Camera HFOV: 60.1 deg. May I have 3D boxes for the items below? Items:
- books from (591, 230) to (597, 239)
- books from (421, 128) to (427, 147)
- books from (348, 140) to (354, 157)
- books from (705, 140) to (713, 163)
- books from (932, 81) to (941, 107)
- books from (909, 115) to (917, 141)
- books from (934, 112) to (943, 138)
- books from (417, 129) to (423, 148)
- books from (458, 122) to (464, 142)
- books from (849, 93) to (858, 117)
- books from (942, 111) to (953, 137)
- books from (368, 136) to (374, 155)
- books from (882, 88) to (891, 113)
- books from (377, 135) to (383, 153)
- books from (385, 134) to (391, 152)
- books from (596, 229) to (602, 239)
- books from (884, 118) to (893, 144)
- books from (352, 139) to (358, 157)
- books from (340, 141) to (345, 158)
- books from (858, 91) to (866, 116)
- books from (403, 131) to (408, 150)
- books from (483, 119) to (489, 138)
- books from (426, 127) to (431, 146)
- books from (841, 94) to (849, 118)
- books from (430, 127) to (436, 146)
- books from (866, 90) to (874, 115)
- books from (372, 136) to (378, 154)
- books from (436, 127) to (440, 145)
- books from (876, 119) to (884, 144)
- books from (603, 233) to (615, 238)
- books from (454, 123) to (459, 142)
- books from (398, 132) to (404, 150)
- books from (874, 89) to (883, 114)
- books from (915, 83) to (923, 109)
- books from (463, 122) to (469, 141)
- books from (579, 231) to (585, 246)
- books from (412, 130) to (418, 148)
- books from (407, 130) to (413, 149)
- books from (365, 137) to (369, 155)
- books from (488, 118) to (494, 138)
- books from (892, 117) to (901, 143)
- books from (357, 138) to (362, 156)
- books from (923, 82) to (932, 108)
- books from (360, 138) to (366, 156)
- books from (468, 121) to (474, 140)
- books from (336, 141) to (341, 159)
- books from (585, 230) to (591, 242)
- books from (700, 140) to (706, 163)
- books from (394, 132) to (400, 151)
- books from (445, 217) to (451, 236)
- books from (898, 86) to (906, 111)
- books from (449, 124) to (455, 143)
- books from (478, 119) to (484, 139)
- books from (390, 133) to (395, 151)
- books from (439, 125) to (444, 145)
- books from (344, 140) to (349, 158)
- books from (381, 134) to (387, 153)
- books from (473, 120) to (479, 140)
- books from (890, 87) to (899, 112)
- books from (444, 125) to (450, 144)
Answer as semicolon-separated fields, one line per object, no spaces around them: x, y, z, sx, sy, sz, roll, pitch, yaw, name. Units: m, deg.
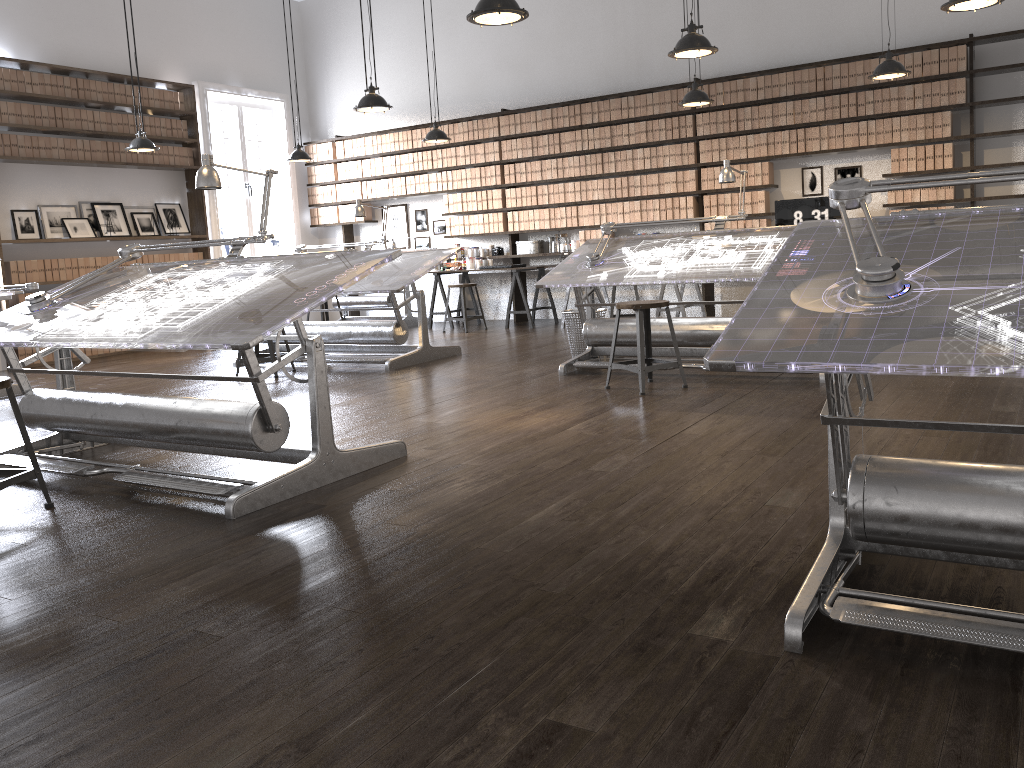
0.945;-1.596;9.820;0.067;0.224;0.175;0;8;32;books
-1.026;-3.012;10.856;0.067;0.224;0.175;0;8;32;books
-2.034;-3.047;11.479;0.067;0.224;0.175;0;8;32;books
2.034;-2.366;9.020;0.067;0.224;0.175;0;8;32;books
3.791;-2.571;7.896;0.067;0.224;0.175;0;8;32;books
3.642;-2.311;8.024;0.067;0.224;0.175;0;8;32;books
3.817;-2.305;7.916;0.067;0.224;0.175;0;8;32;books
-1.088;-3.014;10.890;0.067;0.224;0.175;0;8;32;books
-0.560;-2.996;10.563;0.067;0.224;0.175;0;8;32;books
3.196;-2.591;8.260;0.067;0.224;0.175;0;8;32;books
3.875;-2.302;7.875;0.067;0.224;0.175;0;8;32;books
-1.746;-3.037;11.301;0.067;0.224;0.175;0;8;32;books
3.443;-2.583;8.112;0.067;0.224;0.175;0;8;32;books
-1.624;-3.033;11.228;0.067;0.224;0.175;0;8;32;books
-1.506;-3.029;11.152;0.067;0.224;0.175;0;8;32;books
1.003;-1.594;9.779;0.067;0.224;0.175;0;8;32;books
3.468;-2.317;8.133;0.067;0.224;0.175;0;8;32;books
-1.972;-3.046;11.445;0.067;0.224;0.175;0;8;32;books
-2.159;-3.051;11.556;0.067;0.224;0.175;0;8;32;books
3.262;-2.589;8.225;0.067;0.224;0.175;0;8;32;books
-1.272;-3.021;11.010;0.067;0.224;0.175;0;8;32;books
-0.259;-2.986;10.380;0.067;0.224;0.175;0;8;32;books
-0.965;-3.010;10.819;0.067;0.224;0.175;0;8;32;books
3.136;-2.594;8.304;0.067;0.224;0.175;0;8;32;books
-0.911;-3.007;10.778;0.067;0.224;0.175;0;8;32;books
3.320;-2.587;8.183;0.067;0.224;0.175;0;8;32;books
-1.686;-3.035;11.261;0.067;0.224;0.175;0;8;32;books
-0.852;-3.006;10.747;0.067;0.224;0.175;0;8;32;books
3.410;-2.319;8.171;0.067;0.224;0.175;0;8;32;books
1.066;-1.592;9.745;0.067;0.224;0.175;0;8;32;books
-0.617;-2.998;10.603;0.067;0.224;0.175;0;8;32;books
-1.329;-3.023;11.043;0.067;0.224;0.175;0;8;32;books
3.383;-2.585;8.149;0.067;0.224;0.175;0;8;32;books
3.669;-2.574;7.965;0.067;0.224;0.175;0;8;32;books
-0.500;-2.993;10.522;0.067;0.224;0.175;0;8;32;books
0.825;-1.599;9.888;0.067;0.224;0.175;0;8;32;books
-1.146;-3.017;10.932;0.067;0.224;0.175;0;8;32;books
-1.213;-3.018;10.967;0.067;0.224;0.175;0;8;32;books
-1.799;-3.039;11.336;0.067;0.224;0.175;0;8;32;books
-0.202;-2.983;10.339;0.067;0.224;0.175;0;8;32;books
3.526;-2.314;8.092;0.067;0.224;0.175;0;8;32;books
-1.912;-3.043;11.408;0.067;0.224;0.175;0;8;32;books
3.731;-2.573;7.931;0.067;0.224;0.175;0;8;32;books
-1.858;-3.040;11.367;0.067;0.224;0.175;0;8;32;books
-0.439;-2.991;10.483;0.067;0.224;0.175;0;8;32;books
-2.219;-3.054;11.600;0.067;0.224;0.175;0;8;32;books
0.885;-1.598;9.857;0.067;0.224;0.175;0;8;32;books
1.983;-2.369;9.057;0.067;0.224;0.175;0;8;32;books
-1.385;-3.024;11.073;0.067;0.224;0.175;0;8;32;books
-0.729;-1.924;10.817;0.067;0.224;0.175;0;8;32;books
3.556;-2.579;8.040;0.067;0.224;0.175;0;8;32;books
-0.677;-3.000;10.638;0.067;0.224;0.175;0;8;32;books
-0.319;-2.988;10.415;0.067;0.224;0.175;0;8;32;books
-1.447;-3.026;11.111;0.067;0.224;0.175;0;8;32;books
-0.800;-3.004;10.712;0.067;0.224;0.175;0;8;32;books
-2.092;-3.050;11.521;0.067;0.224;0.175;0;8;32;books
-1.564;-3.031;11.192;0.067;0.224;0.175;0;8;32;books
-0.383;-2.990;10.454;0.067;0.224;0.175;0;8;32;books
3.497;-2.580;8.071;0.067;0.224;0.175;0;8;32;books
-0.739;-3.002;10.672;0.067;0.224;0.175;0;8;32;books
